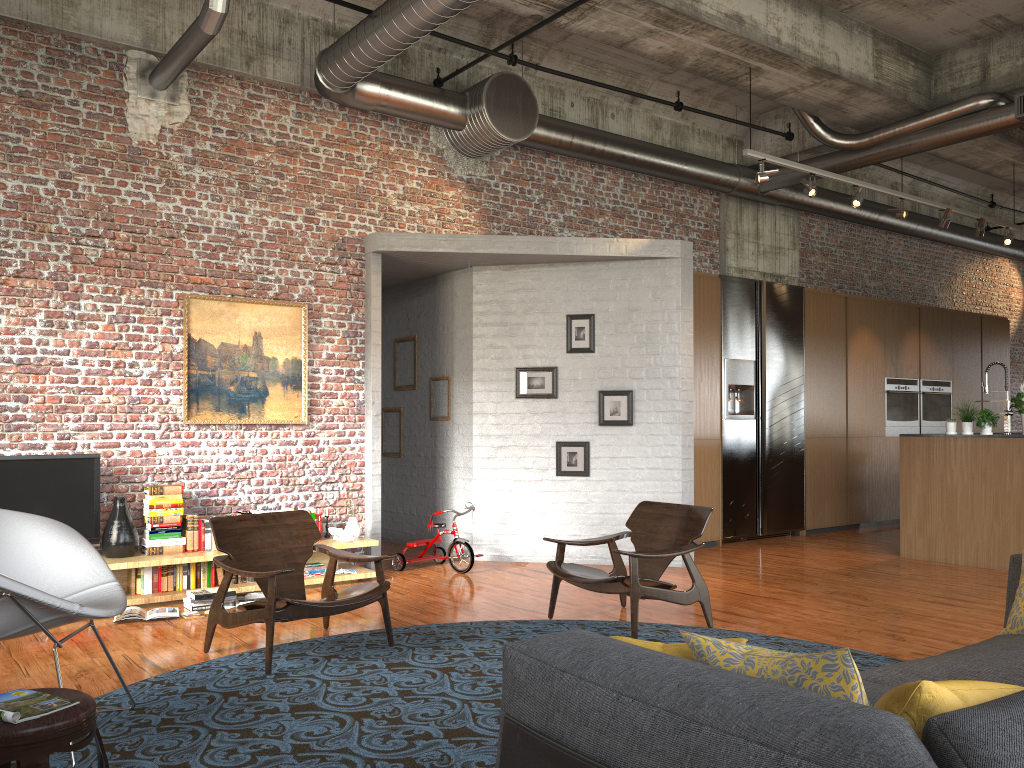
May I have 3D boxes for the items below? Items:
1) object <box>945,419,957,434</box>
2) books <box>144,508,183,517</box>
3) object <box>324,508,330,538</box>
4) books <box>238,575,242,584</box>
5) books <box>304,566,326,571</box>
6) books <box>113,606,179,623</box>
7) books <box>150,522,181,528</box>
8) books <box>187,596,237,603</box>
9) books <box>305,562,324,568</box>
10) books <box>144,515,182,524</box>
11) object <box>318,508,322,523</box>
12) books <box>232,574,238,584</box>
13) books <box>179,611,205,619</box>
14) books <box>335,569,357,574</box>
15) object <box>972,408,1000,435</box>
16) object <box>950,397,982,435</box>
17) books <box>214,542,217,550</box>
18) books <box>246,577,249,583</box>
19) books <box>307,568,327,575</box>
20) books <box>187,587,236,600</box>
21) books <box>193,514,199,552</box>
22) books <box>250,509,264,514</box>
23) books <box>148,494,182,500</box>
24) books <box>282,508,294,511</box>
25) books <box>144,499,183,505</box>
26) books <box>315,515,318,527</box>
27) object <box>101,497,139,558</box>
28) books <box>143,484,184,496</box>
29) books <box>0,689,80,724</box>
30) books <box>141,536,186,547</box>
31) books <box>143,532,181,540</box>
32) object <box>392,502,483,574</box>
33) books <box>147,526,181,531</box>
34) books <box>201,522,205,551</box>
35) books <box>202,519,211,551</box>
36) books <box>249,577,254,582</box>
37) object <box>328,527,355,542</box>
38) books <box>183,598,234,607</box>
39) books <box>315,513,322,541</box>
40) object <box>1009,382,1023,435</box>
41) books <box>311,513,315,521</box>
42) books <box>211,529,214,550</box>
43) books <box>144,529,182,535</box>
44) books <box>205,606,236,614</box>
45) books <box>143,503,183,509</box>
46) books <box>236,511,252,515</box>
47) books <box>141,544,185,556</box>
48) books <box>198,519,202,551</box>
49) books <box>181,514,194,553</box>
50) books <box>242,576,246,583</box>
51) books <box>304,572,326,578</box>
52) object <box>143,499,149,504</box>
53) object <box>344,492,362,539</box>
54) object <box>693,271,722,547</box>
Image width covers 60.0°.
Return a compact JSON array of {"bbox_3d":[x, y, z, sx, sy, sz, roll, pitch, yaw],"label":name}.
[{"bbox_3d":[2.179,0.211,4.407,0.054,0.079,0.054,0,-1,-1],"label":"object"},{"bbox_3d":[-1.372,0.500,3.493,0.130,0.030,0.090,2,-3,-36],"label":"books"},{"bbox_3d":[-0.826,0.618,3.967,0.029,0.136,0.029,0,-1,14],"label":"object"},{"bbox_3d":[-1.113,0.749,3.600,0.017,0.112,0.053,1,-1,-36],"label":"books"},{"bbox_3d":[-0.849,0.780,3.776,0.096,0.012,0.066,1,-3,-31],"label":"books"},{"bbox_3d":[-1.287,0.806,3.131,0.211,0.024,0.150,1,-3,-22],"label":"books"},{"bbox_3d":[-1.370,0.550,3.489,0.112,0.013,0.081,2,-3,-36],"label":"books"},{"bbox_3d":[-1.119,0.791,3.308,0.160,0.014,0.131,1,-3,-26],"label":"books"},{"bbox_3d":[-0.847,0.769,3.776,0.077,0.009,0.054,2,-3,-36],"label":"books"},{"bbox_3d":[-1.372,0.529,3.492,0.123,0.028,0.086,2,-3,-36],"label":"books"},{"bbox_3d":[-0.861,0.617,3.949,0.029,0.136,0.029,0,-1,14],"label":"object"},{"bbox_3d":[-1.133,0.758,3.594,0.022,0.093,0.071,1,-1,-36],"label":"books"},{"bbox_3d":[-1.145,0.823,3.167,0.067,0.006,0.095,2,-3,-39],"label":"books"},{"bbox_3d":[-0.733,0.809,3.840,0.115,0.011,0.084,1,-3,-16],"label":"books"},{"bbox_3d":[2.267,0.179,4.249,0.116,0.129,0.118,0,-2,2],"label":"object"},{"bbox_3d":[2.216,0.152,4.338,0.181,0.191,0.153,0,-1,-2],"label":"object"},{"bbox_3d":[-1.211,0.611,3.594,0.013,0.112,0.081,0,-1,-36],"label":"books"},{"bbox_3d":[-1.091,0.761,3.627,0.014,0.091,0.060,1,-1,-36],"label":"books"},{"bbox_3d":[-0.847,0.792,3.776,0.074,0.013,0.107,-2,-3,39],"label":"books"},{"bbox_3d":[-1.116,0.775,3.294,0.148,0.017,0.118,2,-3,-34],"label":"books"},{"bbox_3d":[-1.280,0.594,3.557,0.020,0.142,0.099,0,-1,-36],"label":"books"},{"bbox_3d":[-1.070,0.602,3.729,0.026,0.145,0.088,1,-1,-37],"label":"books"},{"bbox_3d":[-1.371,0.442,3.497,0.116,0.019,0.084,2,-3,-36],"label":"books"},{"bbox_3d":[-0.961,0.606,3.811,0.018,0.145,0.088,1,-1,-37],"label":"books"},{"bbox_3d":[-1.371,0.459,3.490,0.127,0.017,0.092,2,-3,-36],"label":"books"},{"bbox_3d":[-0.870,0.625,3.874,0.013,0.111,0.081,1,-1,-37],"label":"books"},{"bbox_3d":[-1.502,0.547,3.404,0.134,0.228,0.134,0,-1,-5],"label":"object"},{"bbox_3d":[-1.375,0.416,3.499,0.130,0.033,0.099,2,-3,-36],"label":"books"},{"bbox_3d":[-0.785,0.502,1.407,0.150,0.021,0.115,-1,-3,28],"label":"books"},{"bbox_3d":[-1.371,0.618,3.493,0.145,0.026,0.088,2,-3,-36],"label":"books"},{"bbox_3d":[-1.376,0.594,3.492,0.120,0.022,0.087,2,-3,-36],"label":"books"},{"bbox_3d":[2.914,0.709,4.103,10.426,0.328,4.391,2,-3,-36],"label":"object"},{"bbox_3d":[-1.371,0.563,3.491,0.112,0.014,0.081,2,-3,-36],"label":"books"},{"bbox_3d":[-1.252,0.610,3.567,0.013,0.112,0.081,0,-1,-36],"label":"books"},{"bbox_3d":[-1.237,0.606,3.577,0.022,0.120,0.087,1,-1,-36],"label":"books"},{"bbox_3d":[-1.076,0.760,3.636,0.021,0.093,0.065,1,-1,-36],"label":"books"},{"bbox_3d":[-0.737,0.652,3.845,0.126,0.061,0.062,0,-2,9],"label":"object"},{"bbox_3d":[-1.134,0.805,3.318,0.150,0.014,0.118,2,-3,-38],"label":"books"},{"bbox_3d":[-0.861,0.624,3.888,0.019,0.115,0.084,1,-1,-37],"label":"books"},{"bbox_3d":[2.391,0.113,4.125,0.152,0.251,0.134,0,-1,6],"label":"object"},{"bbox_3d":[-0.887,0.621,3.868,0.022,0.120,0.087,1,-1,-37],"label":"books"},{"bbox_3d":[-1.224,0.611,3.590,0.014,0.112,0.081,0,-1,-36],"label":"books"},{"bbox_3d":[-1.371,0.576,3.490,0.125,0.013,0.080,2,-3,-36],"label":"books"},{"bbox_3d":[-1.040,0.805,3.171,0.067,0.011,0.095,-1,-3,15],"label":"books"},{"bbox_3d":[-1.372,0.477,3.491,0.127,0.017,0.092,2,-3,-36],"label":"books"},{"bbox_3d":[-1.116,0.603,3.700,0.033,0.142,0.099,1,-1,-37],"label":"books"},{"bbox_3d":[-1.374,0.648,3.496,0.142,0.033,0.099,2,-3,-36],"label":"books"},{"bbox_3d":[-1.265,0.603,3.563,0.013,0.125,0.080,0,-1,-36],"label":"books"},{"bbox_3d":[-1.293,0.592,3.537,0.022,0.145,0.088,1,-1,-36],"label":"books"},{"bbox_3d":[-1.101,0.766,3.612,0.018,0.078,0.054,1,-1,-36],"label":"books"},{"bbox_3d":[-0.847,0.805,3.775,0.107,0.013,0.075,2,-3,-36],"label":"books"},{"bbox_3d":[-1.371,0.460,3.489,0.124,0.016,0.089,2,-3,-36],"label":"object"},{"bbox_3d":[-0.705,0.573,3.937,0.117,0.223,0.099,-1,-1,41],"label":"object"},{"bbox_3d":[0.855,0.150,4.993,0.456,1.521,0.430,1,-1,-36],"label":"object"}]
